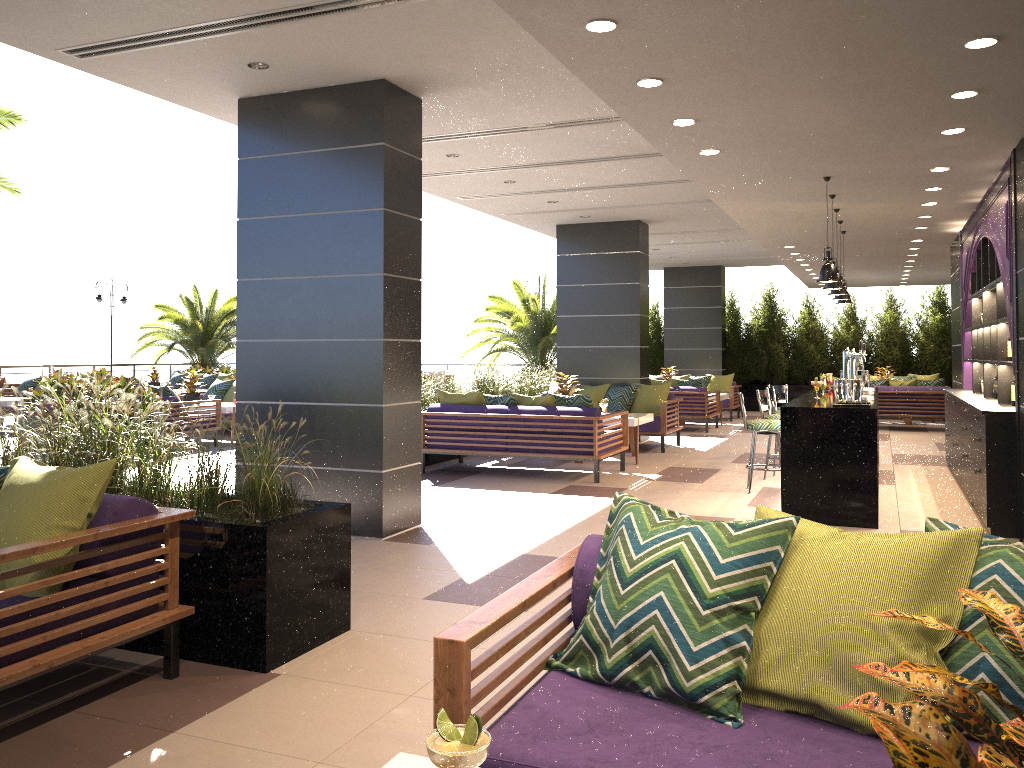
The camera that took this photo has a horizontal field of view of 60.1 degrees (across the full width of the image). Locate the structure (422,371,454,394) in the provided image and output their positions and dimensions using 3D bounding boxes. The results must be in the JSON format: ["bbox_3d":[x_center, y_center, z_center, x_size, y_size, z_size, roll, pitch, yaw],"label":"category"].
[{"bbox_3d":[-3.616,-0.109,22.318,4.400,1.331,0.804,1,0,23],"label":"structure"}]

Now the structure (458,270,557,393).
[{"bbox_3d":[0.651,-1.034,20.511,3.800,3.308,3.750,0,0,-25],"label":"structure"}]

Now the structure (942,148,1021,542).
[{"bbox_3d":[4.474,-0.354,8.329,0.530,2.763,4.628,-1,1,23],"label":"structure"}]

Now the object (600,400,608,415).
[{"bbox_3d":[1.115,0.296,10.759,0.106,0.197,0.105,1,-1,-39],"label":"object"}]

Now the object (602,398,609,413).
[{"bbox_3d":[1.195,0.279,11.338,0.067,0.190,0.084,1,-1,-42],"label":"object"}]

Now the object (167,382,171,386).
[{"bbox_3d":[-7.077,0.050,18.278,0.067,0.190,0.084,1,-1,-37],"label":"object"}]

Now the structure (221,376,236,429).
[{"bbox_3d":[-4.131,0.310,15.320,2.419,1.175,0.700,1,0,24],"label":"structure"}]

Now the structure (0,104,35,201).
[{"bbox_3d":[-8.547,-2.175,10.740,4.706,6.513,4.740,0,0,40],"label":"structure"}]

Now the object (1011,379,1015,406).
[{"bbox_3d":[3.995,0.025,6.997,0.086,0.299,0.086,0,-1,-19],"label":"object"}]

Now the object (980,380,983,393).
[{"bbox_3d":[4.906,-0.039,9.139,0.123,0.280,0.123,0,-1,23],"label":"object"}]

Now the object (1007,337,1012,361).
[{"bbox_3d":[4.064,-0.328,7.172,0.086,0.299,0.086,0,-1,-19],"label":"object"}]

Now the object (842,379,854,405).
[{"bbox_3d":[2.687,0.067,7.073,0.105,0.209,0.105,-1,-1,28],"label":"object"}]

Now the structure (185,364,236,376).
[{"bbox_3d":[-6.827,0.131,20.604,2.250,1.174,0.736,0,0,24],"label":"structure"}]

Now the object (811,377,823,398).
[{"bbox_3d":[2.841,0.033,8.251,0.105,0.197,0.105,1,-1,-39],"label":"object"}]

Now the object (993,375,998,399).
[{"bbox_3d":[4.463,-0.015,8.115,0.086,0.298,0.086,0,-1,-19],"label":"object"}]

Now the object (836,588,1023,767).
[{"bbox_3d":[0.540,0.470,0.880,0.430,0.527,0.425,0,0,40],"label":"object"}]

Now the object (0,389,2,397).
[{"bbox_3d":[-8.511,0.171,14.687,0.082,0.198,0.069,0,-1,-26],"label":"object"}]

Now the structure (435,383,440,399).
[{"bbox_3d":[-1.548,0.335,18.467,0.100,0.701,0.180,-1,-1,23],"label":"structure"}]

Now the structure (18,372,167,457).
[{"bbox_3d":[-5.612,0.433,11.771,2.250,1.174,0.736,0,0,24],"label":"structure"}]

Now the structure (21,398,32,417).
[{"bbox_3d":[-6.713,0.554,12.234,0.100,0.701,0.180,-1,-1,23],"label":"structure"}]

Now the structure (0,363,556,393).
[{"bbox_3d":[-6.426,0.246,15.964,12.915,1.060,17.495,1,2,23],"label":"structure"}]

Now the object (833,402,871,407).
[{"bbox_3d":[2.711,0.163,7.056,0.273,0.019,0.437,1,2,23],"label":"object"}]

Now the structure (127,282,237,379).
[{"bbox_3d":[-8.406,-1.152,24.215,3.800,3.308,3.750,0,0,-10],"label":"structure"}]

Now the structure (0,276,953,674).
[{"bbox_3d":[1.781,-0.571,9.409,7.816,3.125,24.716,1,2,23],"label":"structure"}]

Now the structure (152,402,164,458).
[{"bbox_3d":[-4.523,0.583,11.323,0.100,0.701,0.180,-1,-1,23],"label":"structure"}]

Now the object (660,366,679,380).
[{"bbox_3d":[2.997,-0.077,16.789,0.430,0.527,0.425,0,0,40],"label":"object"}]

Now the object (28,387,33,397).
[{"bbox_3d":[-8.340,0.152,15.337,0.067,0.190,0.084,1,-1,-37],"label":"object"}]

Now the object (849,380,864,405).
[{"bbox_3d":[2.699,0.071,6.937,0.105,0.209,0.105,-1,-1,28],"label":"object"}]

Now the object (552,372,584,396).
[{"bbox_3d":[0.675,0.117,11.204,0.430,0.527,0.424,0,0,35],"label":"object"}]

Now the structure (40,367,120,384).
[{"bbox_3d":[-8.332,0.255,17.047,2.248,1.174,0.714,0,0,19],"label":"structure"}]

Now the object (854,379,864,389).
[{"bbox_3d":[2.784,0.064,7.150,0.105,0.209,0.105,-1,-1,28],"label":"object"}]

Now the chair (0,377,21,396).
[{"bbox_3d":[-11.251,0.248,19.593,0.714,0.817,0.713,0,0,23],"label":"chair"}]

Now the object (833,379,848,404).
[{"bbox_3d":[2.590,0.070,6.975,0.105,0.209,0.105,-1,-1,28],"label":"object"}]

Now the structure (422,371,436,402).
[{"bbox_3d":[-2.644,0.185,18.901,2.250,1.174,0.736,0,0,24],"label":"structure"}]

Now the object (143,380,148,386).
[{"bbox_3d":[-7.984,0.012,19.298,0.106,0.197,0.105,0,-1,-34],"label":"object"}]

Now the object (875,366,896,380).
[{"bbox_3d":[7.075,-0.080,16.747,0.430,0.527,0.425,0,0,40],"label":"object"}]

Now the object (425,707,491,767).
[{"bbox_3d":[-0.085,0.617,1.401,0.106,0.197,0.105,1,-1,-39],"label":"object"}]
